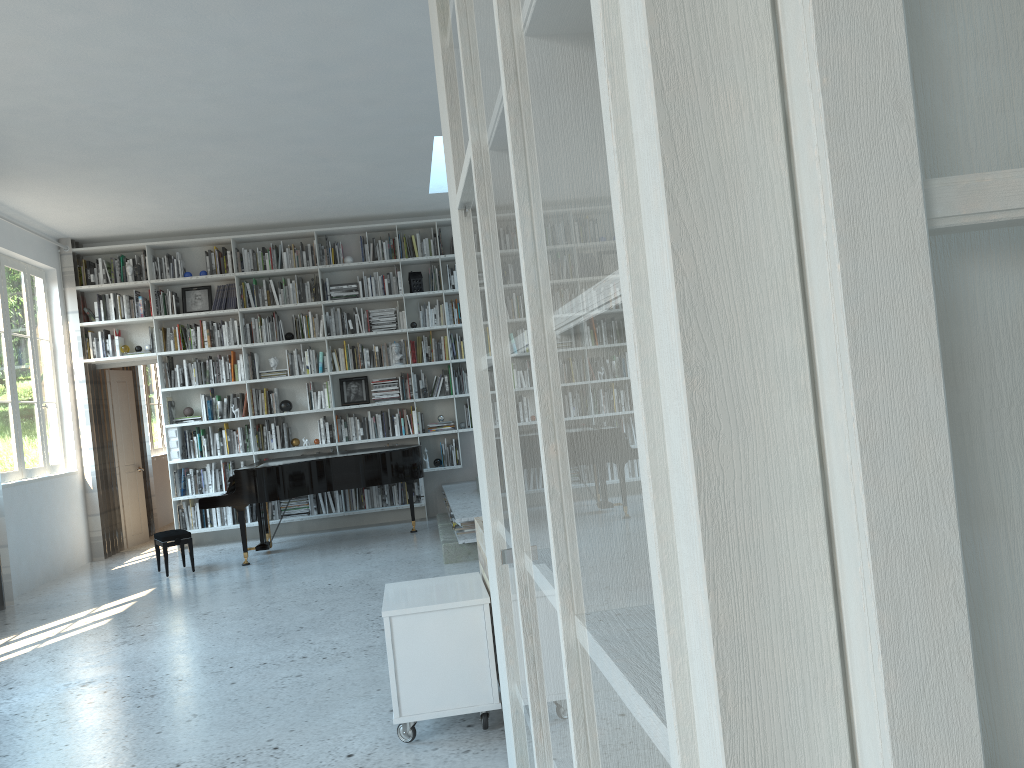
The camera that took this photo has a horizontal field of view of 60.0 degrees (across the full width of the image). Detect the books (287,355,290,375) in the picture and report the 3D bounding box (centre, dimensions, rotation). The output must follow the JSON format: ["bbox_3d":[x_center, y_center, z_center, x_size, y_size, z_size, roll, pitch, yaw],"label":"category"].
[{"bbox_3d":[-2.328,-0.188,9.298,0.010,0.232,0.154,-6,0,-7],"label":"books"}]

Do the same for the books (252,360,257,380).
[{"bbox_3d":[-2.678,-0.141,9.261,0.034,0.209,0.136,-6,0,-7],"label":"books"}]

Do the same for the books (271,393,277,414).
[{"bbox_3d":[-2.474,0.204,9.262,0.028,0.216,0.175,-6,0,-7],"label":"books"}]

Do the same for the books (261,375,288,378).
[{"bbox_3d":[-2.483,-0.074,9.281,0.254,0.012,0.161,-6,-1,-7],"label":"books"}]

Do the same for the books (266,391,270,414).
[{"bbox_3d":[-2.535,0.197,9.263,0.014,0.244,0.153,-6,0,-7],"label":"books"}]

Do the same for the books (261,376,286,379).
[{"bbox_3d":[-2.481,-0.062,9.277,0.285,0.012,0.159,-6,-1,-9],"label":"books"}]

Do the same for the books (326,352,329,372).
[{"bbox_3d":[-1.934,-0.222,9.348,0.026,0.217,0.126,-6,0,-7],"label":"books"}]

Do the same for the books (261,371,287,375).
[{"bbox_3d":[-2.486,-0.111,9.274,0.254,0.012,0.161,-6,-1,-10],"label":"books"}]

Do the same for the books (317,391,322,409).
[{"bbox_3d":[-2.018,0.171,9.318,0.057,0.188,0.156,-6,0,-7],"label":"books"}]

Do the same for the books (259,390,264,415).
[{"bbox_3d":[-2.612,0.195,9.251,0.036,0.263,0.166,-6,0,-7],"label":"books"}]

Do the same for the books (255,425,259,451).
[{"bbox_3d":[-2.648,0.560,9.251,0.013,0.275,0.147,-6,0,-7],"label":"books"}]

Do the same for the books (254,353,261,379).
[{"bbox_3d":[-2.654,-0.178,9.259,0.021,0.278,0.136,-6,0,-7],"label":"books"}]

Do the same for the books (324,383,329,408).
[{"bbox_3d":[-1.946,0.122,9.328,0.027,0.269,0.178,-6,0,-7],"label":"books"}]

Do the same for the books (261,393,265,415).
[{"bbox_3d":[-2.580,0.209,9.258,0.025,0.228,0.153,-6,0,-7],"label":"books"}]

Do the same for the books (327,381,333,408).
[{"bbox_3d":[-1.911,0.113,9.326,0.021,0.281,0.162,-6,0,-7],"label":"books"}]

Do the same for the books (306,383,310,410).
[{"bbox_3d":[-2.135,0.134,9.310,0.012,0.285,0.159,-6,0,-7],"label":"books"}]

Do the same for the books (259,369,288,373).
[{"bbox_3d":[-2.488,-0.135,9.272,0.285,0.012,0.159,-6,-1,-11],"label":"books"}]

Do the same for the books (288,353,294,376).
[{"bbox_3d":[-2.307,-0.198,9.282,0.030,0.247,0.174,-6,0,-7],"label":"books"}]

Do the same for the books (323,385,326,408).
[{"bbox_3d":[-1.963,0.137,9.319,0.012,0.244,0.171,-6,0,-7],"label":"books"}]

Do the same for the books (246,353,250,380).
[{"bbox_3d":[-2.739,-0.172,9.253,0.012,0.285,0.159,-6,0,-7],"label":"books"}]

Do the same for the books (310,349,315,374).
[{"bbox_3d":[-2.092,-0.227,9.312,0.023,0.260,0.170,-6,0,-7],"label":"books"}]

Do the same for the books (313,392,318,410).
[{"bbox_3d":[-2.062,0.178,9.328,0.030,0.183,0.154,-6,0,-7],"label":"books"}]

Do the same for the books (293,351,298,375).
[{"bbox_3d":[-2.260,-0.213,9.302,0.022,0.267,0.151,-6,0,-7],"label":"books"}]

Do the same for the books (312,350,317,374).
[{"bbox_3d":[-2.072,-0.227,9.335,0.022,0.256,0.152,-6,0,-7],"label":"books"}]

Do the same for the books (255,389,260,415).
[{"bbox_3d":[-2.644,0.192,9.254,0.026,0.275,0.154,-6,0,-7],"label":"books"}]

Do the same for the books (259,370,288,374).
[{"bbox_3d":[-2.488,-0.123,9.277,0.285,0.012,0.159,-6,-1,-5],"label":"books"}]

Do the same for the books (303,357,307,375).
[{"bbox_3d":[-2.165,-0.184,9.323,0.025,0.189,0.140,-6,0,-7],"label":"books"}]

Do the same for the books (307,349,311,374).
[{"bbox_3d":[-2.120,-0.227,9.300,0.012,0.265,0.193,-6,0,-7],"label":"books"}]

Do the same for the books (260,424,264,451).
[{"bbox_3d":[-2.591,0.556,9.237,0.012,0.272,0.181,-6,0,-7],"label":"books"}]

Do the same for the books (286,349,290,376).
[{"bbox_3d":[-2.340,-0.214,9.284,0.012,0.285,0.159,-6,0,-7],"label":"books"}]

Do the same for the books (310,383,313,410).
[{"bbox_3d":[-2.100,0.127,9.321,0.011,0.291,0.156,-6,0,-7],"label":"books"}]

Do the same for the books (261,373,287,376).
[{"bbox_3d":[-2.484,-0.099,9.270,0.254,0.012,0.161,-6,-1,-12],"label":"books"}]

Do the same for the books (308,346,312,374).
[{"bbox_3d":[-2.111,-0.246,9.310,0.011,0.301,0.178,-6,0,-7],"label":"books"}]

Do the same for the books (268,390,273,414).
[{"bbox_3d":[-2.517,0.193,9.281,0.028,0.247,0.142,-6,0,-7],"label":"books"}]

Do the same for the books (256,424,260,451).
[{"bbox_3d":[-2.635,0.555,9.243,0.013,0.283,0.146,-6,0,-7],"label":"books"}]

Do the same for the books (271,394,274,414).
[{"bbox_3d":[-2.493,0.210,9.264,0.011,0.208,0.180,-6,0,-7],"label":"books"}]

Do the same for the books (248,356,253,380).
[{"bbox_3d":[-2.719,-0.161,9.249,0.024,0.257,0.134,-6,0,-7],"label":"books"}]

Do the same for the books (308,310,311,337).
[{"bbox_3d":[-2.119,-0.618,9.319,0.006,0.303,0.165,-6,0,-7],"label":"books"}]

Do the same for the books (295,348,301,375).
[{"bbox_3d":[-2.243,-0.225,9.292,0.012,0.286,0.167,-6,0,-7],"label":"books"}]

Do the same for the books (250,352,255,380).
[{"bbox_3d":[-2.706,-0.182,9.269,0.011,0.298,0.135,-6,0,-7],"label":"books"}]

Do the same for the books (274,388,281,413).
[{"bbox_3d":[-2.451,0.177,9.280,0.028,0.266,0.144,-6,0,-7],"label":"books"}]

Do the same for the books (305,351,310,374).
[{"bbox_3d":[-2.139,-0.216,9.307,0.028,0.247,0.170,-6,0,-7],"label":"books"}]

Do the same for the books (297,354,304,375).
[{"bbox_3d":[-2.212,-0.197,9.312,0.048,0.225,0.149,-6,0,-7],"label":"books"}]

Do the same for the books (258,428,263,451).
[{"bbox_3d":[-2.610,0.574,9.242,0.030,0.239,0.157,-6,0,-7],"label":"books"}]

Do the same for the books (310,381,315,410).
[{"bbox_3d":[-2.089,0.123,9.320,0.012,0.298,0.166,-6,0,-7],"label":"books"}]

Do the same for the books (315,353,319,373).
[{"bbox_3d":[-2.046,-0.211,9.338,0.026,0.219,0.150,-6,0,-7],"label":"books"}]

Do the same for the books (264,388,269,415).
[{"bbox_3d":[-2.555,0.183,9.240,0.026,0.274,0.190,-6,0,-7],"label":"books"}]

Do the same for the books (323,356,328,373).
[{"bbox_3d":[-1.958,-0.201,9.343,0.027,0.181,0.142,-6,0,-7],"label":"books"}]

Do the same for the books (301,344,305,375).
[{"bbox_3d":[-2.188,-0.252,9.306,0.010,0.329,0.173,-6,0,-7],"label":"books"}]

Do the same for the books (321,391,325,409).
[{"bbox_3d":[-1.979,0.167,9.328,0.024,0.188,0.172,-6,0,-7],"label":"books"}]

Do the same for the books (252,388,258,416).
[{"bbox_3d":[-2.669,0.190,9.246,0.025,0.284,0.145,-6,0,-7],"label":"books"}]

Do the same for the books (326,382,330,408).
[{"bbox_3d":[-1.926,0.115,9.321,0.011,0.279,0.187,-6,0,-7],"label":"books"}]

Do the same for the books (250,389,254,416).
[{"bbox_3d":[-2.700,0.193,9.252,0.012,0.285,0.159,-6,0,-7],"label":"books"}]

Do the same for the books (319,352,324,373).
[{"bbox_3d":[-2.002,-0.220,9.320,0.060,0.227,0.179,-6,0,-7],"label":"books"}]

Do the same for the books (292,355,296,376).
[{"bbox_3d":[-2.283,-0.190,9.314,0.024,0.227,0.137,-6,0,-7],"label":"books"}]

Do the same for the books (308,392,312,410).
[{"bbox_3d":[-2.111,0.181,9.308,0.025,0.186,0.154,-6,0,-7],"label":"books"}]

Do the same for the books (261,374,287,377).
[{"bbox_3d":[-2.483,-0.086,9.272,0.254,0.012,0.161,-6,-1,-11],"label":"books"}]
